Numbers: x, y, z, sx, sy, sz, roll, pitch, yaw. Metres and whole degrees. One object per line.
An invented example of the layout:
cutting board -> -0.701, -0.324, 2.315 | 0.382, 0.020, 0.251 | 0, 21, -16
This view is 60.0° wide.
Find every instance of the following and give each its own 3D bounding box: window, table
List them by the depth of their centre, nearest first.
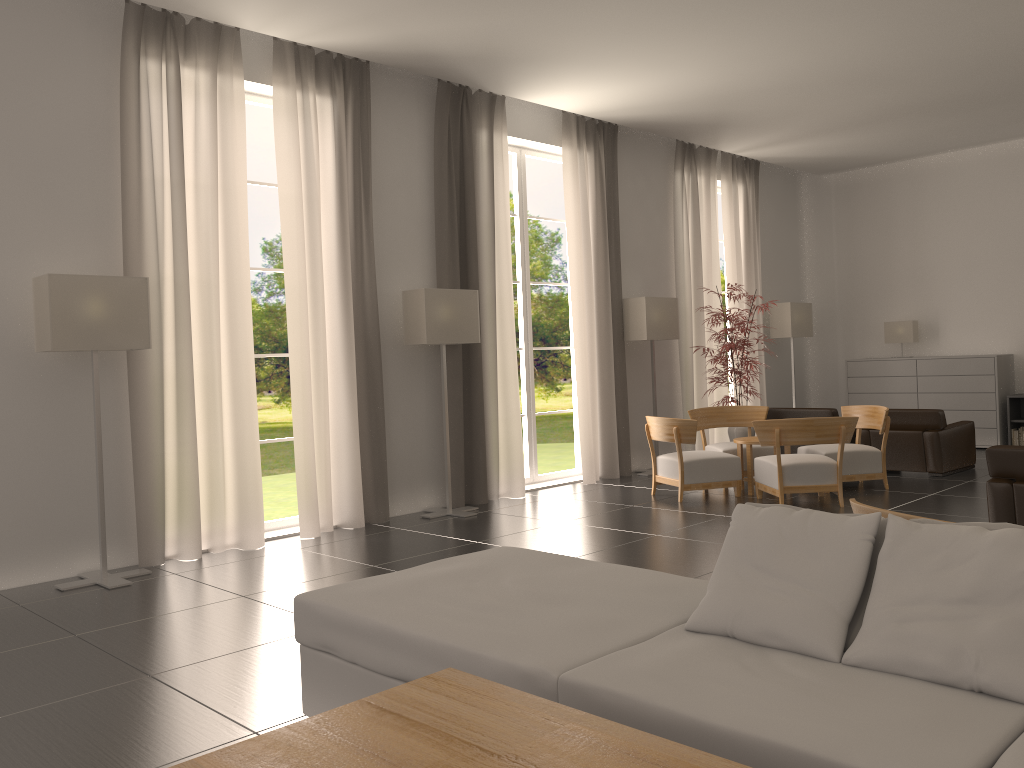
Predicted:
table -> -0.251, 1.646, 2.625 | 1.601, 0.840, 1.600 | -3, 2, -45
window -> -3.536, -0.926, 11.453 | 2.645, 5.749, 0.110 | -3, 1, -45
table -> 3.832, 1.234, 13.489 | 0.870, 0.803, 0.870 | -3, 1, -22
window -> 14.810, -4.309, 14.025 | 48.647, 20.579, 99.094 | -4, 2, -45
window -> 0.223, -1.168, 15.166 | 2.645, 5.749, 0.110 | -3, 1, -45
window -> 3.982, -1.411, 18.879 | 2.645, 5.749, 0.110 | -3, 1, -45

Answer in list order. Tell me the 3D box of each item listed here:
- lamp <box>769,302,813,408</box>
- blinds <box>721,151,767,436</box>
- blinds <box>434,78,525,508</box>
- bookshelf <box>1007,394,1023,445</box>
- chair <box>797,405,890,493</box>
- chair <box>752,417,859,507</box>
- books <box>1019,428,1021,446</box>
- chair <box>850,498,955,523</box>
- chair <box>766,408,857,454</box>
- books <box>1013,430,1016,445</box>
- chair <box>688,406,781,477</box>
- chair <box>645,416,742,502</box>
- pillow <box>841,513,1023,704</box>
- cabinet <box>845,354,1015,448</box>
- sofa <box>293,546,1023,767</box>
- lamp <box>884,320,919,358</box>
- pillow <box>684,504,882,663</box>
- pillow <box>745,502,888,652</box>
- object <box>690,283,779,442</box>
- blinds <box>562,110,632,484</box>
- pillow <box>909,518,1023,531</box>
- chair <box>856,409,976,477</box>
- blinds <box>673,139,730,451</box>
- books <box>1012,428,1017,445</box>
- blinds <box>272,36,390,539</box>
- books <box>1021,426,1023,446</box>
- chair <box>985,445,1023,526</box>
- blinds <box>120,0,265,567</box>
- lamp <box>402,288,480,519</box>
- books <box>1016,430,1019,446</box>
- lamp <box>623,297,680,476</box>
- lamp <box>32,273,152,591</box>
lamp -> 6.282, -0.208, 19.781 | 1.000, 3.178, 0.907 | -3, 1, -45
blinds -> 4.993, -1.765, 19.030 | 0.417, 6.431, 1.550 | -2, 0, 42
blinds -> -0.527, -1.409, 13.581 | 1.550, 6.431, 0.414 | -3, 0, -40
bookshelf -> 11.053, 0.734, 16.528 | 0.740, 1.079, 3.079 | -3, 1, -45
chair -> 5.114, 0.968, 13.610 | 1.151, 1.226, 1.452 | -2, 1, -5
chair -> 4.001, 1.045, 12.317 | 1.452, 1.226, 1.151 | -2, 1, 0
books -> 9.993, 1.039, 17.385 | 0.210, 0.358, 0.039 | -3, 1, -45
chair -> 2.645, 1.281, 4.925 | 1.151, 1.226, 1.452 | -3, 1, -20
chair -> 5.594, 0.947, 16.406 | 1.500, 1.076, 1.537 | -3, 1, -45
books -> 9.928, 1.066, 17.441 | 0.226, 0.305, 0.048 | -3, 1, -45
chair -> 3.719, 0.999, 14.643 | 1.452, 1.226, 1.151 | -2, 1, -10
chair -> 2.683, 1.072, 13.347 | 1.151, 1.226, 1.452 | -3, 1, -20
pillow -> 1.891, 0.912, 3.729 | 0.596, 0.595, 0.801 | -3, 1, -44
cabinet -> 8.862, 0.362, 18.908 | 1.040, 1.876, 3.079 | -3, 1, -45
sofa -> -0.098, 1.446, 2.759 | 5.607, 1.205, 5.524 | -4, 2, -45
lamp -> 8.538, -0.975, 19.435 | 0.310, 0.796, 0.619 | -3, 1, -45
pillow -> 1.319, 0.919, 4.308 | 0.801, 0.598, 0.585 | -1, 1, 45
pillow -> 1.422, 0.933, 4.405 | 0.549, 0.577, 0.918 | -3, 1, -45
object -> 4.005, -0.130, 16.099 | 1.489, 3.397, 1.771 | -2, 1, 30
blinds -> 1.489, -1.539, 15.569 | 0.417, 6.431, 1.550 | -2, 0, 42
pillow -> 2.034, 0.923, 3.779 | 0.558, 0.591, 0.918 | -3, 1, -45
chair -> 6.848, 0.928, 15.134 | 1.500, 1.076, 1.537 | -3, 1, -45
blinds -> 3.787, -1.687, 17.842 | 1.550, 6.431, 0.414 | -3, 0, -40
books -> 9.892, 1.051, 17.458 | 0.253, 0.339, 0.022 | -3, 1, -45
blinds -> -2.380, -1.290, 11.748 | 0.417, 6.431, 1.550 | -2, 0, 42
books -> 10.014, 1.025, 17.357 | 0.220, 0.385, 0.029 | -3, 1, -45
chair -> 5.740, 1.126, 8.897 | 1.500, 1.076, 1.537 | -3, 1, -45
blinds -> -3.754, -1.201, 10.393 | 1.550, 6.431, 0.414 | -3, 0, -40
lamp -> -0.954, 0.258, 12.634 | 1.000, 3.178, 0.907 | -3, 1, -45
books -> 9.953, 1.063, 17.402 | 0.246, 0.312, 0.039 | -3, 1, -45
lamp -> 2.585, 0.030, 16.130 | 1.000, 3.178, 0.907 | -3, 1, -45
lamp -> -4.339, 0.476, 9.290 | 1.000, 3.178, 0.907 | -3, 1, -45
